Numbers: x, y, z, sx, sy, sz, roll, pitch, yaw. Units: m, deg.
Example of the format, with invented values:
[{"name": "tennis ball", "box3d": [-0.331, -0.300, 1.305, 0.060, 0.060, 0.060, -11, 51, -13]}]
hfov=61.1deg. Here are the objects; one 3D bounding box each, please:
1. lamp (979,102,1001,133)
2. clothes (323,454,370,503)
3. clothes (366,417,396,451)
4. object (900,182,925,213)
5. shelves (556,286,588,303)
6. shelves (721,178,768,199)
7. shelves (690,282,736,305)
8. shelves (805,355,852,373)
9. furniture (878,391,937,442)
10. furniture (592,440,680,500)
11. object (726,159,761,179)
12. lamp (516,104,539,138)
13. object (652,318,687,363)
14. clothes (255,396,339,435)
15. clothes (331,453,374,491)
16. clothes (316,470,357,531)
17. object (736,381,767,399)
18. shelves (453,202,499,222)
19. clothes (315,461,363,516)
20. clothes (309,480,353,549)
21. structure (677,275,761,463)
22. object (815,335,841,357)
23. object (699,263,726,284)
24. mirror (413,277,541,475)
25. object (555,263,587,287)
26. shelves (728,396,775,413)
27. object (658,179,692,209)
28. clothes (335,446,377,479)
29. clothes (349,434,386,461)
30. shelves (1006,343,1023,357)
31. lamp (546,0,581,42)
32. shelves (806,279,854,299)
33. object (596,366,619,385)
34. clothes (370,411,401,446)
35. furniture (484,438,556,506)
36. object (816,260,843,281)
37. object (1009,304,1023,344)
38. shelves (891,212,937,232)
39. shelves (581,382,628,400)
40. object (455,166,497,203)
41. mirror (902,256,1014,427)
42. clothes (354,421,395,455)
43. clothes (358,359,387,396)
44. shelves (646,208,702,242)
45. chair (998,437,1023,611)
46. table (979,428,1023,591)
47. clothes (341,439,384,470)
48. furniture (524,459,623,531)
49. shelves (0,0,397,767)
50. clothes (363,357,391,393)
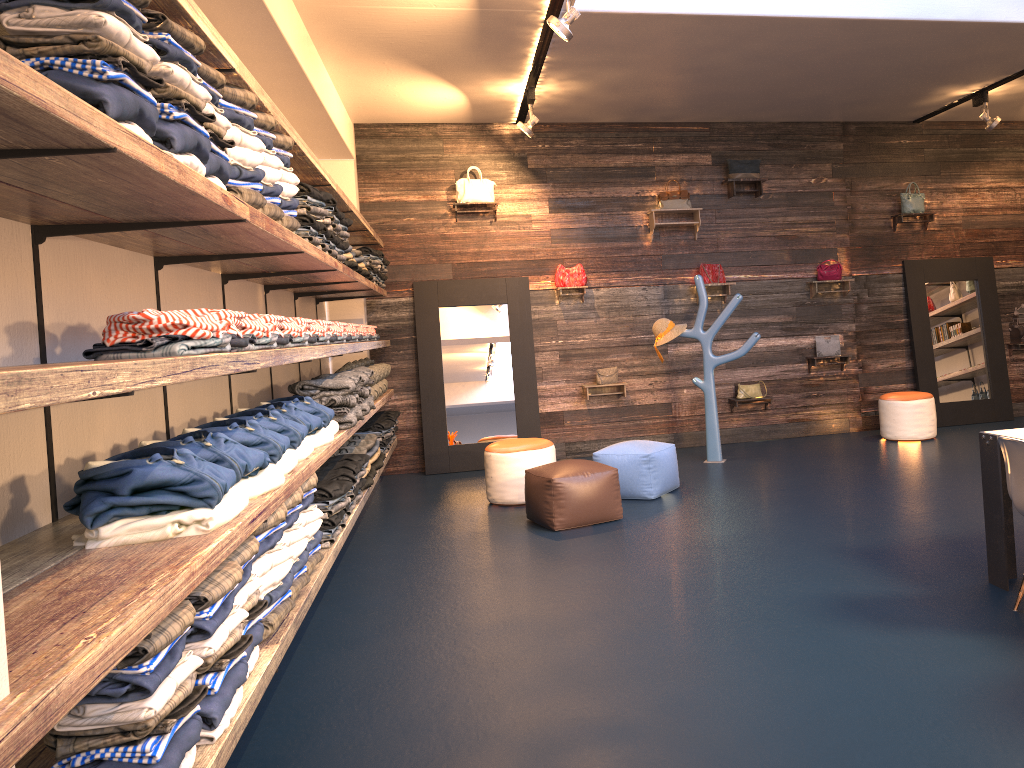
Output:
[{"name": "lamp", "box3d": [4.820, -2.684, 8.779, 0.222, 0.327, 0.195, -2, 1, 35]}, {"name": "clothes", "box3d": [-1.048, 0.578, 5.187, 0.356, 0.299, 0.303, -3, 2, -2]}, {"name": "clothes", "box3d": [-1.201, 0.444, 7.545, 0.386, 0.299, 0.304, -4, 2, -20]}, {"name": "object", "box3d": [4.567, -2.115, 9.894, 0.392, 0.367, 0.165, -4, 1, -23]}, {"name": "shelves", "box3d": [0.623, -0.924, 9.001, 0.314, 0.157, 0.238, -4, 3, -9]}, {"name": "shelves", "box3d": [2.534, -2.128, 9.446, 0.467, 0.179, 0.237, -4, 2, -11]}, {"name": "shelves", "box3d": [2.166, -0.972, 9.349, 0.467, 0.210, 0.237, -4, 2, -11]}, {"name": "shelves", "box3d": [3.523, -0.219, 9.648, 0.467, 0.183, 0.237, -4, 2, -11]}, {"name": "furniture", "box3d": [4.160, 0.332, 9.135, 0.594, 0.480, 0.568, -4, 2, -5]}, {"name": "furniture", "box3d": [1.002, 0.672, 7.028, 0.602, 0.423, 0.696, -2, 3, 31]}, {"name": "object", "box3d": [2.524, -2.329, 9.438, 0.439, 0.232, 0.169, -4, 2, -18]}, {"name": "lamp", "box3d": [0.145, -2.352, 7.788, 0.222, 0.327, 0.195, -2, 1, 35]}, {"name": "object", "box3d": [1.545, -0.426, 8.482, 0.348, 0.441, 0.343, -4, 2, -11]}, {"name": "clothes", "box3d": [-1.146, 0.184, 4.500, 0.438, 0.240, 0.416, -4, 3, -8]}, {"name": "clothes", "box3d": [-1.142, 0.577, 5.658, 0.417, 0.251, 0.347, -3, 2, 1]}, {"name": "clothes", "box3d": [-1.006, 0.615, 4.548, 0.386, 0.299, 0.304, -4, 2, -20]}, {"name": "object", "box3d": [2.610, 0.068, 9.402, 0.394, 0.174, 0.212, -5, 3, -32]}, {"name": "shelves", "box3d": [-0.364, -1.741, 8.790, 0.467, 0.157, 0.237, -4, 3, -11]}, {"name": "clothes", "box3d": [-1.027, 0.596, 4.867, 0.363, 0.299, 0.297, -4, 2, -8]}, {"name": "clothes", "box3d": [-0.974, 0.632, 4.231, 0.379, 0.299, 0.319, -4, 2, -6]}, {"name": "structure", "box3d": [1.934, -0.157, 8.362, 0.924, 1.807, 0.180, -3, 0, 15]}, {"name": "object", "box3d": [3.518, -0.426, 9.655, 0.272, 0.230, 0.080, -3, 1, 5]}, {"name": "object", "box3d": [2.165, -1.187, 9.341, 0.340, 0.254, 0.130, -4, 1, -23]}, {"name": "mirror", "box3d": [-0.339, -0.107, 8.781, 1.197, 1.917, 0.258, -4, 0, -12]}, {"name": "object", "box3d": [0.609, -1.123, 9.012, 0.339, 0.254, 0.137, -3, 1, 0]}, {"name": "shelves", "box3d": [2.606, 0.229, 9.434, 0.467, 0.157, 0.237, -4, 3, -11]}, {"name": "object", "box3d": [1.730, -2.018, 9.264, 0.353, 0.335, 0.164, -3, 1, 0]}, {"name": "clothes", "box3d": [-1.166, 0.555, 6.045, 0.431, 0.251, 0.335, -4, 2, -11]}, {"name": "clothes", "box3d": [-1.217, 0.510, 6.839, 0.431, 0.251, 0.335, -4, 2, -11]}, {"name": "shelves", "box3d": [6.101, -0.410, 10.234, 0.467, 0.157, 0.237, -4, 3, -11]}, {"name": "lamp", "box3d": [0.312, -2.206, 5.212, 0.222, 0.327, 0.195, -2, 1, 35]}, {"name": "shelves", "box3d": [3.554, -1.059, 9.685, 0.512, 0.184, 0.195, -4, 2, -12]}, {"name": "object", "box3d": [0.994, -0.087, 9.070, 0.291, 0.175, 0.096, -5, 2, -32]}, {"name": "clothes", "box3d": [-1.235, 0.417, 8.027, 0.374, 0.299, 0.633, -4, 3, -4]}, {"name": "furniture", "box3d": [0.073, 0.697, 7.026, 0.594, 0.480, 0.568, -4, 2, -5]}, {"name": "object", "box3d": [3.533, -1.269, 9.673, 0.257, 0.243, 0.209, -4, 2, -13]}, {"name": "object", "box3d": [6.075, -0.719, 10.249, 0.370, 0.460, 0.226, -4, 1, -10]}, {"name": "shelves", "box3d": [4.588, -1.847, 9.905, 0.467, 0.177, 0.237, -4, 2, -11]}, {"name": "shelves", "box3d": [0.970, 0.072, 9.069, 0.467, 0.143, 0.237, -4, 3, -11]}, {"name": "object", "box3d": [-0.367, -2.010, 8.792, 0.453, 0.386, 0.180, -4, 1, -23]}, {"name": "mirror", "box3d": [5.146, -0.501, 10.022, 1.197, 1.917, 0.258, -4, 0, -12]}, {"name": "clothes", "box3d": [-1.169, 0.461, 7.229, 0.379, 0.299, 0.319, -4, 2, -6]}, {"name": "clothes", "box3d": [-1.285, -0.057, 7.614, 0.340, 0.342, 0.389, -3, 2, -1]}, {"name": "shelves", "box3d": [1.742, -1.694, 9.261, 0.578, 0.316, 0.237, -4, 1, -11]}, {"name": "chair", "box3d": [2.378, 0.606, 3.692, 0.563, 0.801, 0.451, -4, 1, -10]}, {"name": "table", "box3d": [3.011, 0.630, 3.178, 1.270, 0.740, 2.472, -4, 3, -5]}, {"name": "clothes", "box3d": [-1.194, 0.532, 6.452, 0.417, 0.251, 0.347, -3, 2, 1]}, {"name": "furniture", "box3d": [0.429, 0.757, 6.183, 0.693, 0.423, 0.605, -5, 3, -24]}, {"name": "shelves", "box3d": [3.083, -0.088, 1.227, 8.884, 2.226, 16.392, -4, 3, -6]}, {"name": "clothes", "box3d": [-1.312, -0.082, 8.045, 0.340, 0.342, 0.389, -3, 2, -1]}]
